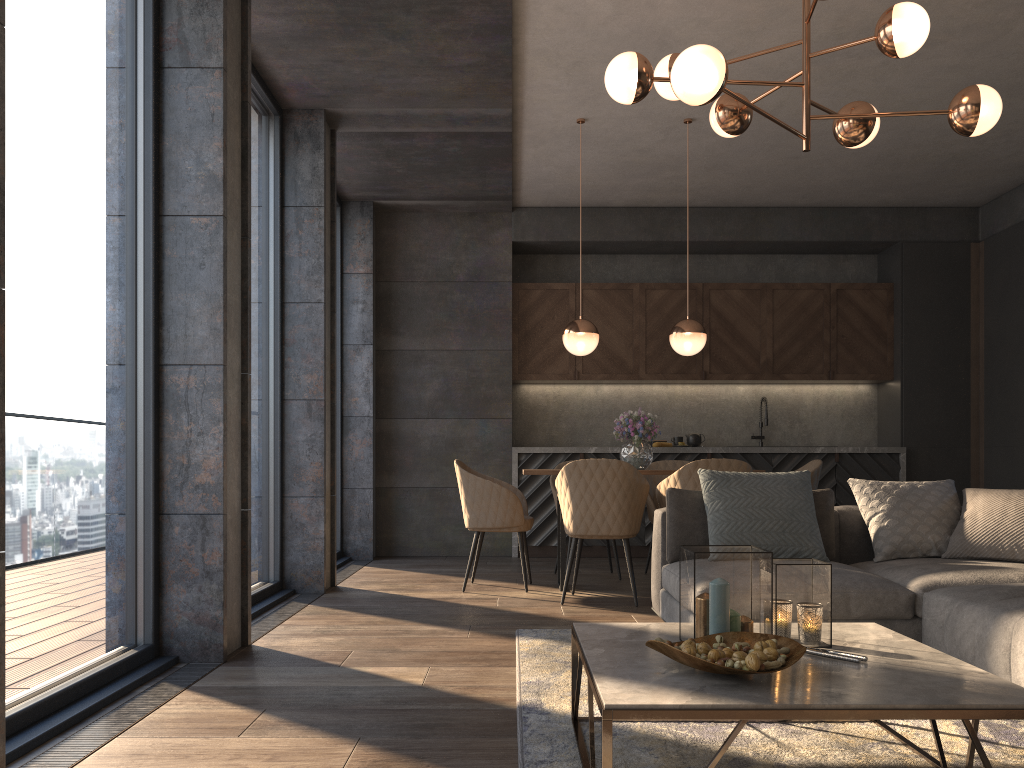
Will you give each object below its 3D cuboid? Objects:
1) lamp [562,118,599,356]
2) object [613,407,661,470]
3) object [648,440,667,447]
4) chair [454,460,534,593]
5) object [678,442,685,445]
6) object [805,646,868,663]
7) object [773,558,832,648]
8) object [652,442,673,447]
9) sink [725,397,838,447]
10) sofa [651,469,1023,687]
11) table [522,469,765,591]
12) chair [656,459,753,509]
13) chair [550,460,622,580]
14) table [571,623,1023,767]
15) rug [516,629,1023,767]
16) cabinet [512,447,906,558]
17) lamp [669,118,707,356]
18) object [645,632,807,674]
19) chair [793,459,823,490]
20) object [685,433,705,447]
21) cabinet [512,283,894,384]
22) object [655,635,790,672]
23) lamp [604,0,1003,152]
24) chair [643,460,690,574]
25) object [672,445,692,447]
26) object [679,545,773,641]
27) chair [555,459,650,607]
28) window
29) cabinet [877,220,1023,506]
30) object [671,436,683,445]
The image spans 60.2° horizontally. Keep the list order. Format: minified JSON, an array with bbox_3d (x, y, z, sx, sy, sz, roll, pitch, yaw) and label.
[{"bbox_3d":[0.450,-0.955,5.771,0.239,1.543,0.239,0,0,6],"label":"lamp"},{"bbox_3d":[0.816,0.356,5.771,0.298,0.408,0.329,1,-2,-30],"label":"object"},{"bbox_3d":[1.316,0.544,7.998,0.157,0.068,0.117,1,-4,-15],"label":"object"},{"bbox_3d":[-0.113,0.909,5.743,0.510,0.835,0.556,0,-2,4],"label":"chair"},{"bbox_3d":[1.507,0.537,7.824,0.120,0.045,0.116,0,-5,5],"label":"object"},{"bbox_3d":[0.799,0.678,2.220,0.046,0.012,0.181,4,-7,-39],"label":"object"},{"bbox_3d":[0.767,0.590,2.396,0.148,0.220,0.150,0,-2,0],"label":"object"},{"bbox_3d":[1.345,0.544,7.851,0.071,0.054,0.302,-3,-6,41],"label":"object"},{"bbox_3d":[2.367,0.378,7.940,0.962,0.546,0.462,0,-2,0],"label":"sink"},{"bbox_3d":[1.712,0.690,3.079,2.023,0.782,2.922,0,-5,0],"label":"sofa"},{"bbox_3d":[0.805,0.942,5.741,1.466,0.768,0.771,0,-3,0],"label":"table"},{"bbox_3d":[1.136,0.857,5.175,0.555,0.835,0.511,0,-1,-6],"label":"chair"},{"bbox_3d":[0.541,0.962,6.327,0.555,0.835,0.511,0,-1,-6],"label":"chair"},{"bbox_3d":[0.646,0.840,2.233,0.930,0.308,0.934,0,-5,0],"label":"table"},{"bbox_3d":[0.887,1.038,2.660,1.729,0.020,3.156,0,-5,0],"label":"rug"},{"bbox_3d":[1.697,1.046,7.901,3.391,0.950,0.602,0,-2,0],"label":"cabinet"},{"bbox_3d":[1.150,-0.955,5.771,0.239,1.543,0.239,0,0,-24],"label":"lamp"},{"bbox_3d":[0.497,0.628,2.052,0.347,0.084,0.348,2,-5,-22],"label":"object"},{"bbox_3d":[1.724,0.906,5.715,0.510,0.835,0.556,0,-2,4],"label":"chair"},{"bbox_3d":[1.653,0.511,7.989,0.136,0.137,0.153,1,-3,-27],"label":"object"},{"bbox_3d":[1.697,-0.451,8.017,3.392,0.865,0.370,0,-1,0],"label":"cabinet"},{"bbox_3d":[0.499,0.629,2.043,0.277,0.072,0.325,1,-5,-11],"label":"object"},{"bbox_3d":[1.062,-1.408,3.574,1.464,1.037,1.017,2,-3,-24],"label":"lamp"},{"bbox_3d":[1.192,0.960,6.305,0.555,0.835,0.511,0,-1,-1],"label":"chair"},{"bbox_3d":[1.506,0.555,7.824,0.170,0.020,0.170,-2,-6,26],"label":"object"},{"bbox_3d":[0.560,0.564,2.329,0.199,0.260,0.197,0,-2,0],"label":"object"},{"bbox_3d":[0.524,0.856,5.171,0.555,0.835,0.511,0,-1,9],"label":"chair"},{"bbox_3d":[-1.442,-0.356,3.748,0.199,2.991,7.293,0,-4,0],"label":"window"},{"bbox_3d":[3.987,0.117,7.600,1.187,2.752,1.204,0,-1,0],"label":"cabinet"},{"bbox_3d":[1.499,0.528,7.992,0.090,0.103,0.112,-1,-3,32],"label":"object"}]
